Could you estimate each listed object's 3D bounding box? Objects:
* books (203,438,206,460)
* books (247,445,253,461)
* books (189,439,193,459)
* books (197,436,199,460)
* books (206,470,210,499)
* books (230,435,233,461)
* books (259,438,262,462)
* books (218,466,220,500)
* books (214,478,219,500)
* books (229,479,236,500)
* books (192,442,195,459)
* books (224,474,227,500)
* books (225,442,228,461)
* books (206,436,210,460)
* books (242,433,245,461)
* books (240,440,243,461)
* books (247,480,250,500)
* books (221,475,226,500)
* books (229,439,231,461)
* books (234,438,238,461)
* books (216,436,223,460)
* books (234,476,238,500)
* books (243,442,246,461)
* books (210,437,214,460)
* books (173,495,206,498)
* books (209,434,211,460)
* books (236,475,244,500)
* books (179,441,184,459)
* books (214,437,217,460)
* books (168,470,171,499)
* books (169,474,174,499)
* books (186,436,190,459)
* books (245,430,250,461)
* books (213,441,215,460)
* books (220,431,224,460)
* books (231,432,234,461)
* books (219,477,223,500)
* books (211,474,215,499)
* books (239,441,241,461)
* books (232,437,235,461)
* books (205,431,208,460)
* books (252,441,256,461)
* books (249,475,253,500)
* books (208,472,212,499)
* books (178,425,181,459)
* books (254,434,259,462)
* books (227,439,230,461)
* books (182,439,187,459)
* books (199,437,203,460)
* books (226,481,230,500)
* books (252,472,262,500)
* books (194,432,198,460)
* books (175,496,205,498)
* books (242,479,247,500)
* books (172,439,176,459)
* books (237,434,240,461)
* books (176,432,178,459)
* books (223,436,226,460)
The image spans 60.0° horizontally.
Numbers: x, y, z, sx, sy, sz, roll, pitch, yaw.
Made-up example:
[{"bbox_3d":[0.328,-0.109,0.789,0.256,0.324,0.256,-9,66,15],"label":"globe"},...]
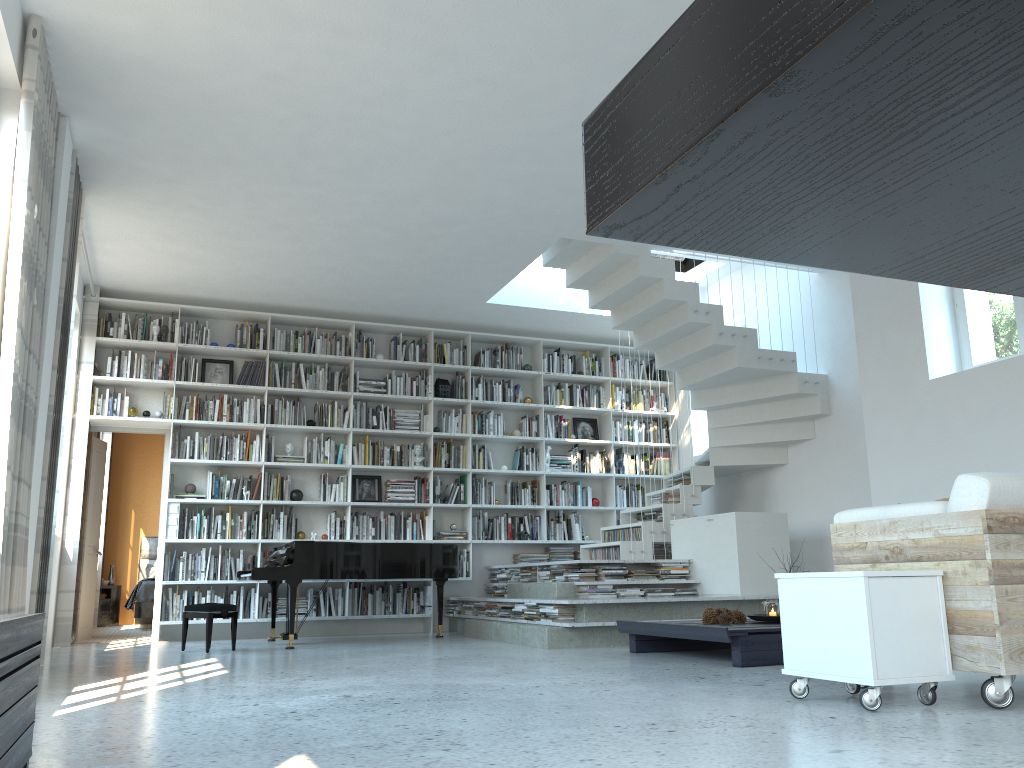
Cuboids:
[{"bbox_3d":[-2.946,0.640,8.496,0.014,0.229,0.148,4,-13,-21],"label":"books"},{"bbox_3d":[-2.556,0.693,8.650,0.030,0.183,0.152,4,-13,-21],"label":"books"},{"bbox_3d":[-3.056,0.641,8.431,0.028,0.203,0.188,4,-13,-21],"label":"books"},{"bbox_3d":[-3.002,0.627,8.471,0.011,0.245,0.176,4,-13,-21],"label":"books"},{"bbox_3d":[-2.898,0.975,8.443,0.012,0.284,0.160,4,-13,-21],"label":"books"},{"bbox_3d":[-2.724,0.636,8.591,0.012,0.271,0.145,4,-13,-21],"label":"books"},{"bbox_3d":[-2.474,0.664,8.696,0.036,0.257,0.123,4,-13,-21],"label":"books"},{"bbox_3d":[-2.813,0.959,8.493,0.011,0.335,0.153,4,-13,-21],"label":"books"},{"bbox_3d":[-2.818,1.013,8.442,0.029,0.207,0.190,4,-13,-21],"label":"books"},{"bbox_3d":[-2.695,1.027,8.528,0.056,0.213,0.143,4,-13,-21],"label":"books"},{"bbox_3d":[-3.050,0.660,8.479,0.021,0.187,0.129,4,-13,-21],"label":"books"},{"bbox_3d":[-2.746,1.001,8.490,0.011,0.250,0.172,4,-13,-21],"label":"books"},{"bbox_3d":[-2.765,0.668,8.575,0.021,0.204,0.130,4,-13,-21],"label":"books"},{"bbox_3d":[-2.916,0.631,8.499,0.021,0.247,0.189,4,-13,-21],"label":"books"},{"bbox_3d":[-2.627,0.637,8.646,0.015,0.292,0.144,4,-13,-21],"label":"books"},{"bbox_3d":[-2.641,0.670,8.627,0.021,0.220,0.149,4,-13,-21],"label":"books"},{"bbox_3d":[-2.556,1.037,8.569,0.027,0.209,0.144,4,-13,-21],"label":"books"},{"bbox_3d":[-2.768,1.004,8.500,0.022,0.248,0.129,4,-13,-21],"label":"books"},{"bbox_3d":[-2.737,0.658,8.586,0.013,0.227,0.152,4,-13,-21],"label":"books"},{"bbox_3d":[-2.692,0.658,8.621,0.028,0.242,0.132,4,-13,-21],"label":"books"},{"bbox_3d":[-2.831,0.640,8.562,0.048,0.256,0.142,4,-13,-21],"label":"books"},{"bbox_3d":[-2.663,1.016,8.543,0.013,0.241,0.141,4,-13,-21],"label":"books"},{"bbox_3d":[-2.608,0.678,8.628,0.013,0.203,0.162,4,-13,-21],"label":"books"},{"bbox_3d":[-2.886,0.639,8.511,0.024,0.237,0.167,4,-13,-21],"label":"books"},{"bbox_3d":[-3.042,1.062,8.367,0.285,0.012,0.160,3,-13,-17],"label":"books"},{"bbox_3d":[-2.908,0.625,8.523,0.011,0.270,0.158,4,-13,-21],"label":"books"},{"bbox_3d":[-2.624,1.009,8.545,0.060,0.254,0.159,4,-13,-21],"label":"books"},{"bbox_3d":[-3.135,0.648,8.407,0.037,0.181,0.189,4,-13,-21],"label":"books"},{"bbox_3d":[-2.857,0.640,8.532,0.023,0.242,0.185,4,-13,-21],"label":"books"},{"bbox_3d":[-3.218,0.955,8.330,0.012,0.284,0.160,4,-13,-21],"label":"books"},{"bbox_3d":[-3.195,0.974,8.324,0.028,0.242,0.157,4,-13,-21],"label":"books"},{"bbox_3d":[-3.084,0.626,8.435,0.022,0.235,0.177,4,-13,-21],"label":"books"},{"bbox_3d":[-2.586,0.620,8.650,0.035,0.325,0.170,4,-13,-21],"label":"books"},{"bbox_3d":[-2.879,0.662,8.538,0.010,0.203,0.139,4,-13,-21],"label":"books"},{"bbox_3d":[-2.797,0.617,8.561,0.013,0.299,0.152,4,-13,-21],"label":"books"},{"bbox_3d":[-2.719,0.625,8.612,0.011,0.303,0.130,4,-13,-21],"label":"books"},{"bbox_3d":[-2.795,1.013,8.495,0.030,0.231,0.148,4,-13,-21],"label":"books"},{"bbox_3d":[-2.857,0.994,8.463,0.031,0.255,0.143,4,-13,-21],"label":"books"},{"bbox_3d":[-2.655,0.669,8.617,0.012,0.217,0.160,4,-13,-21],"label":"books"},{"bbox_3d":[-2.707,0.650,8.606,0.011,0.251,0.139,4,-13,-21],"label":"books"},{"bbox_3d":[-2.934,0.610,8.505,0.011,0.292,0.184,4,-13,-21],"label":"books"},{"bbox_3d":[-2.528,0.675,8.665,0.031,0.223,0.145,4,-13,-21],"label":"books"},{"bbox_3d":[-2.535,1.019,8.585,0.021,0.250,0.154,4,-13,-21],"label":"books"},{"bbox_3d":[-2.880,0.982,8.447,0.024,0.272,0.150,4,-13,-21],"label":"books"},{"bbox_3d":[-3.156,0.571,8.408,0.012,0.333,0.185,4,-13,-21],"label":"books"},{"bbox_3d":[-2.504,0.648,8.687,0.027,0.285,0.148,4,-13,-21],"label":"books"},{"bbox_3d":[-2.744,0.654,8.571,0.013,0.228,0.177,4,-13,-21],"label":"books"},{"bbox_3d":[-3.119,0.640,8.435,0.042,0.208,0.143,4,-13,-21],"label":"books"},{"bbox_3d":[-2.983,0.636,8.503,0.049,0.242,0.139,4,-13,-21],"label":"books"},{"bbox_3d":[-2.722,1.029,8.479,0.029,0.189,0.189,4,-13,-21],"label":"books"},{"bbox_3d":[-2.473,1.001,8.570,0.082,0.275,0.229,4,-13,-21],"label":"books"},{"bbox_3d":[-3.022,0.611,8.476,0.023,0.280,0.174,4,-13,-21],"label":"books"},{"bbox_3d":[-3.042,1.075,8.367,0.254,0.012,0.161,5,-14,-24],"label":"books"},{"bbox_3d":[-2.579,1.034,8.549,0.030,0.207,0.172,4,-13,-21],"label":"books"},{"bbox_3d":[-3.202,0.633,8.397,0.026,0.209,0.155,4,-13,-21],"label":"books"},{"bbox_3d":[-2.662,0.637,8.606,0.015,0.274,0.157,4,-13,-21],"label":"books"},{"bbox_3d":[-3.175,0.603,8.397,0.027,0.265,0.176,4,-13,-21],"label":"books"},{"bbox_3d":[-2.785,0.641,8.572,0.021,0.256,0.156,4,-13,-21],"label":"books"}]
